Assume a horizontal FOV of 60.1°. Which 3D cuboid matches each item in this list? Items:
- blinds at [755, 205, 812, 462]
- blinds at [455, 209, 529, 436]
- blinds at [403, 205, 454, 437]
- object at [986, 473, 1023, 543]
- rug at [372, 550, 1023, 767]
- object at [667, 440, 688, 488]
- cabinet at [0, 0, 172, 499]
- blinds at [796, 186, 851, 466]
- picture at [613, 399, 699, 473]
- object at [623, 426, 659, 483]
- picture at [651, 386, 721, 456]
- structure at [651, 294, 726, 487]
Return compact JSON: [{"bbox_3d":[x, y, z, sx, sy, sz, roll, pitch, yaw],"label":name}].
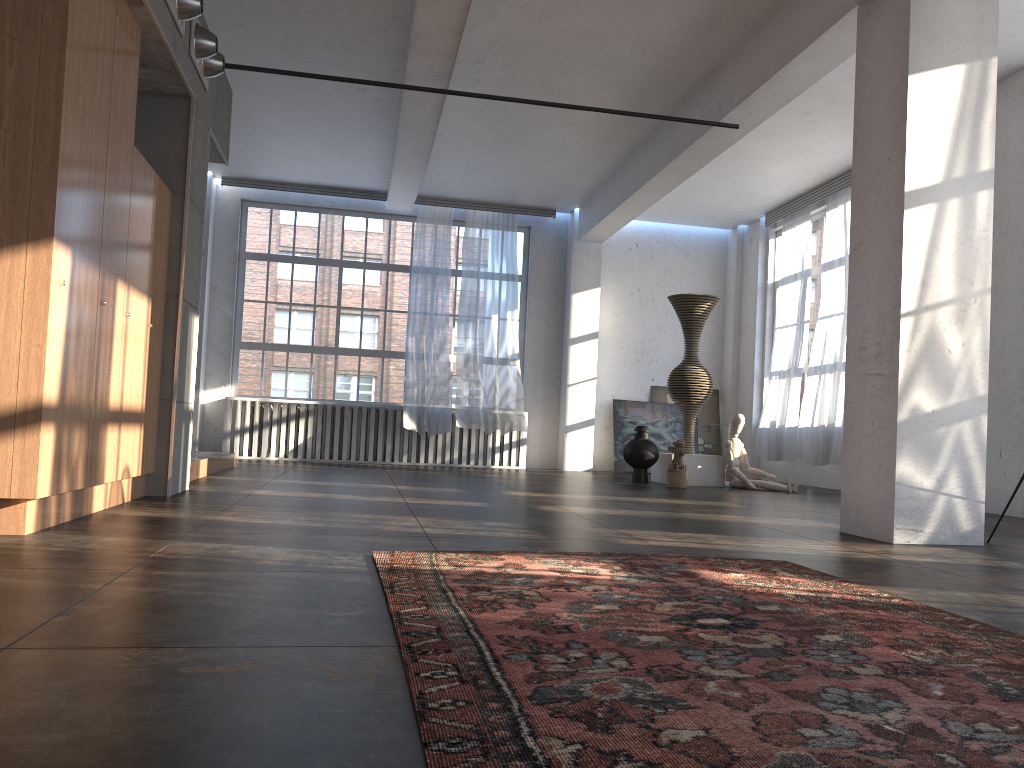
[{"bbox_3d":[3.822,-0.768,12.328,0.342,3.694,1.025,3,-2,-13],"label":"blinds"},{"bbox_3d":[-0.260,-0.996,12.930,1.066,3.498,0.992,3,-2,-10],"label":"blinds"},{"bbox_3d":[-1.175,-1.004,12.874,0.698,3.556,0.870,3,-2,-11],"label":"blinds"},{"bbox_3d":[2.999,-0.022,4.779,1.065,1.918,1.171,3,-2,-11],"label":"object"},{"bbox_3d":[0.582,0.677,2.436,1.870,0.029,2.862,3,-3,-10],"label":"rug"},{"bbox_3d":[1.871,0.931,9.992,0.237,0.600,0.223,2,-2,17],"label":"object"},{"bbox_3d":[-6.134,-0.966,4.077,8.177,2.560,2.360,3,-3,-12],"label":"cabinet"},{"bbox_3d":[4.038,-0.814,11.167,0.317,3.710,1.016,3,-2,-11],"label":"blinds"},{"bbox_3d":[2.256,0.838,13.845,1.446,1.141,0.302,3,-2,-14],"label":"picture"},{"bbox_3d":[1.575,0.860,10.811,0.433,0.693,0.452,0,-3,43],"label":"object"},{"bbox_3d":[2.769,0.745,14.061,1.157,1.385,0.251,3,-2,-12],"label":"picture"},{"bbox_3d":[2.208,0.091,10.961,0.682,2.324,0.744,3,-2,-11],"label":"structure"}]
